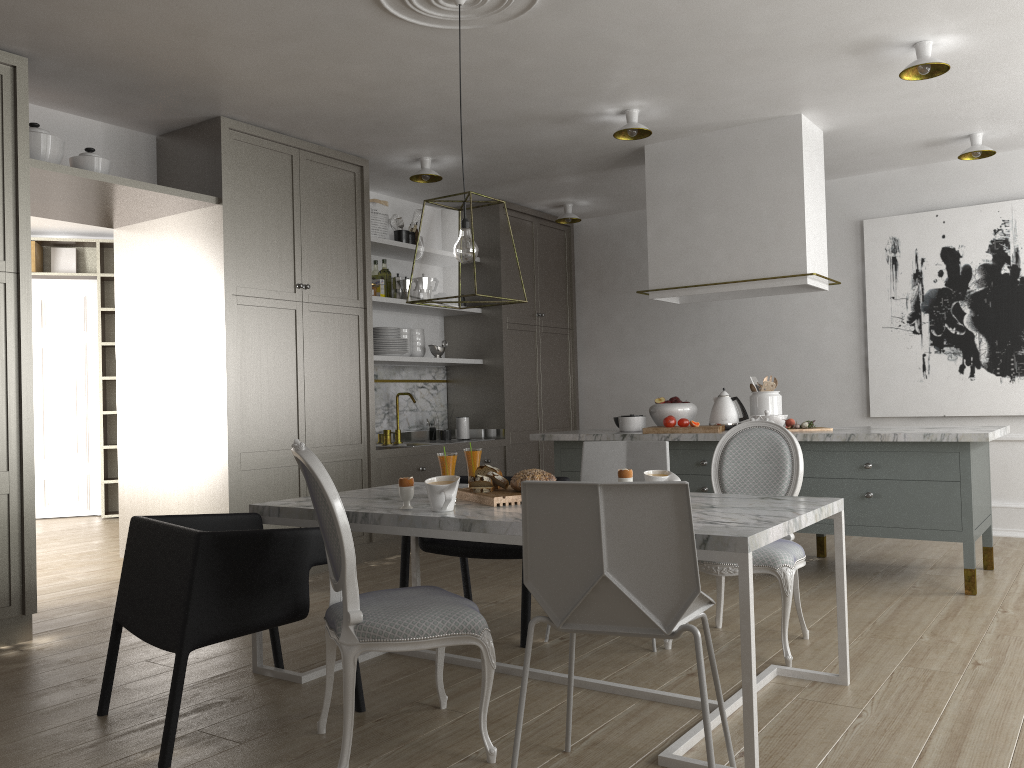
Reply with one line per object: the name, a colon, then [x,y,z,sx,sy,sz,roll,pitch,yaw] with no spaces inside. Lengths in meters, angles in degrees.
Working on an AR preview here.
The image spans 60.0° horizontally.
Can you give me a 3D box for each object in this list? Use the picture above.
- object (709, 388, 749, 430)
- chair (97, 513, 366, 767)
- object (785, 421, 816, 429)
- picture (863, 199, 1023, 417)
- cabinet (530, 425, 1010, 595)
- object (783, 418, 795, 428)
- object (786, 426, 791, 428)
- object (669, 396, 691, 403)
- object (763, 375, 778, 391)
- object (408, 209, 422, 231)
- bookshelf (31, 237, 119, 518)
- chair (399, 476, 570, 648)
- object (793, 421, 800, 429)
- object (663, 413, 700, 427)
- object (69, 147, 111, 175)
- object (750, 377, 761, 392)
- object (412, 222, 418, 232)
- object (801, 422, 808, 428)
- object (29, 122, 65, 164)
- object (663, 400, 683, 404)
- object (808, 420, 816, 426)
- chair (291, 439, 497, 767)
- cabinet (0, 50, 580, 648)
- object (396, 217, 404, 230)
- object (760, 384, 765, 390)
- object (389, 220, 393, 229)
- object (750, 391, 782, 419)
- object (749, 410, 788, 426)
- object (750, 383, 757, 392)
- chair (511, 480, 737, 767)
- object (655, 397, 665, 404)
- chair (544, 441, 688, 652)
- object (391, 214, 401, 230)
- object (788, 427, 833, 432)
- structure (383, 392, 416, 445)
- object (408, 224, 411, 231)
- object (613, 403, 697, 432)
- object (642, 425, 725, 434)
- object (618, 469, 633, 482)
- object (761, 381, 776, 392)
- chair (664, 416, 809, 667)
object: [1.199,0.139,4.973,0.178,0.236,0.204,-1,-1,-19]
chair: [-0.857,0.699,2.680,0.609,0.597,0.569,-1,-1,-41]
object: [1.449,0.215,4.570,0.224,0.058,0.116,-1,-1,-20]
picture: [3.011,-0.463,5.486,1.545,1.315,0.039,-2,-1,34]
cabinet: [1.330,0.611,4.824,2.360,0.721,0.870,-2,-1,34]
object: [1.455,0.206,4.653,0.050,0.051,0.090,-2,-1,-2]
object: [1.420,0.222,4.559,0.030,0.017,0.013,-3,-2,43]
object: [0.973,0.116,5.121,0.071,0.091,0.167,-1,-1,-30]
object: [1.451,0.099,5.038,0.131,0.296,0.056,-1,-1,-36]
object: [-0.657,-1.112,6.059,0.070,0.187,0.135,-2,-1,37]
bookshelf: [-4.142,-0.036,7.599,3.513,2.402,0.300,-1,-1,-18]
chair: [-0.082,0.698,3.679,0.569,0.597,0.609,-2,-1,24]
object: [1.460,0.210,4.550,0.033,0.037,0.034,-2,-1,12]
object: [0.919,0.194,4.783,0.194,0.079,0.135,-2,-1,23]
object: [-1.936,-1.002,4.070,0.176,0.161,0.174,-3,-1,39]
object: [1.424,0.101,5.001,0.064,0.290,0.141,-1,-2,-42]
object: [-0.688,-1.019,6.113,0.083,0.201,0.023,-2,-1,0]
object: [1.499,0.211,4.541,0.035,0.036,0.037,-2,-1,22]
object: [-2.080,-1.029,3.862,0.243,0.214,0.241,-3,-1,39]
object: [0.920,0.129,5.100,0.154,0.074,0.135,-2,-1,30]
object: [1.555,0.209,4.637,0.057,0.039,0.049,-2,-1,31]
chair: [-0.327,0.555,2.387,0.505,0.833,0.480,-1,-1,-23]
cabinet: [-1.393,-0.126,5.240,0.947,2.377,5.433,-2,-1,34]
object: [-0.729,-1.019,5.962,0.039,0.185,0.132,-2,-1,25]
object: [1.443,0.122,5.038,0.114,0.247,0.050,-3,-1,39]
object: [-0.791,-1.019,6.016,0.098,0.199,0.059,-1,-1,-36]
object: [1.429,0.146,4.991,0.174,0.208,0.174,-1,-1,-38]
object: [1.396,0.193,4.815,0.172,0.110,0.159,-1,-1,-11]
object: [1.399,0.120,4.978,0.117,0.251,0.061,-2,-1,14]
chair: [0.263,0.581,2.047,0.470,0.745,0.439,-2,-1,19]
object: [0.850,0.099,5.098,0.061,0.048,0.054,-2,-1,-2]
chair: [0.399,0.605,3.479,0.470,0.745,0.439,-2,-1,24]
object: [-0.768,-1.063,5.951,0.050,0.148,0.085,-2,-1,37]
object: [1.468,0.236,4.602,0.330,0.012,0.220,-2,-1,4]
structure: [-0.767,0.231,5.979,0.195,0.347,0.167,-3,-2,42]
object: [-0.714,-1.016,6.149,0.023,0.202,0.079,-2,-1,15]
object: [0.829,0.193,5.161,0.491,0.156,0.364,-2,-1,11]
object: [0.931,0.246,4.792,0.400,0.030,0.290,-2,-1,19]
object: [0.372,0.326,2.907,0.050,0.101,0.050,-3,-2,41]
object: [1.399,0.115,4.954,0.054,0.262,0.149,-1,-1,-41]
chair: [0.843,0.540,3.279,0.480,0.833,0.505,-2,-1,32]
